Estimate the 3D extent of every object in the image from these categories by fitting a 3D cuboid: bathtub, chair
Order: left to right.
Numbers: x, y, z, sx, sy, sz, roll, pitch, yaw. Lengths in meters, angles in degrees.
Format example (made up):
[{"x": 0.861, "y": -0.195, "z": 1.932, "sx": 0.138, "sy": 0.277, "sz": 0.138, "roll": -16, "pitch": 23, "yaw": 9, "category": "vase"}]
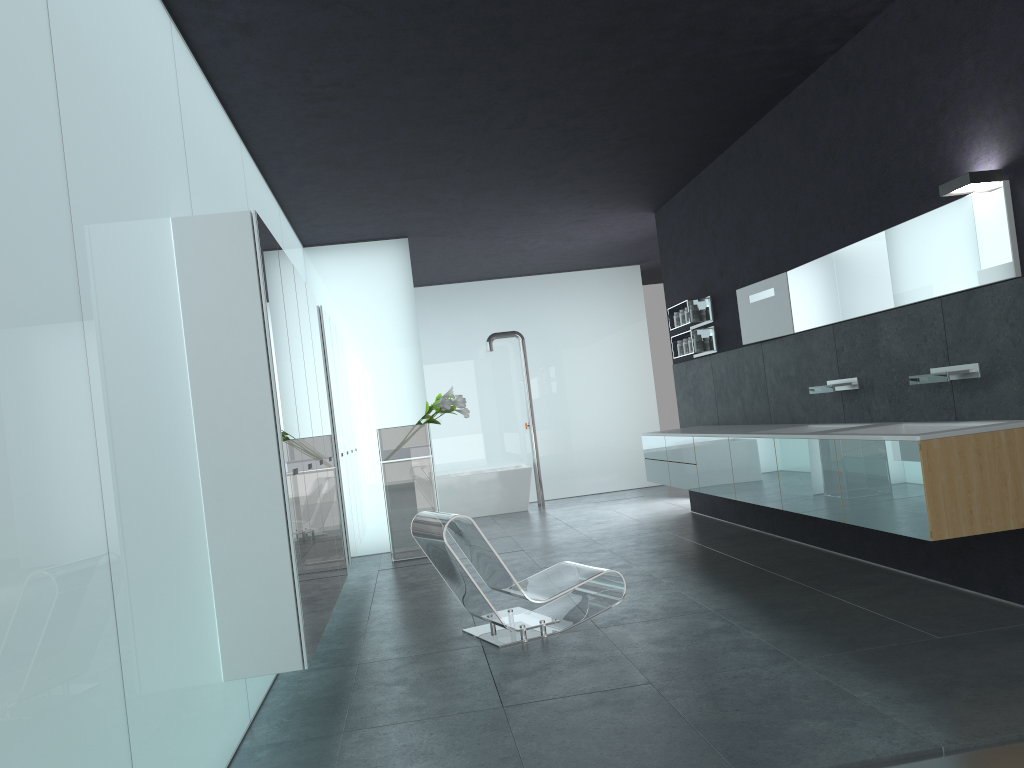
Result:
[{"x": -0.685, "y": 1.637, "z": 13.941, "sx": 1.977, "sy": 0.858, "sz": 0.961, "roll": -7, "pitch": -2, "yaw": -7, "category": "bathtub"}, {"x": 0.048, "y": 1.228, "z": 6.022, "sx": 1.260, "sy": 0.870, "sz": 0.630, "roll": -6, "pitch": -2, "yaw": -25, "category": "chair"}]

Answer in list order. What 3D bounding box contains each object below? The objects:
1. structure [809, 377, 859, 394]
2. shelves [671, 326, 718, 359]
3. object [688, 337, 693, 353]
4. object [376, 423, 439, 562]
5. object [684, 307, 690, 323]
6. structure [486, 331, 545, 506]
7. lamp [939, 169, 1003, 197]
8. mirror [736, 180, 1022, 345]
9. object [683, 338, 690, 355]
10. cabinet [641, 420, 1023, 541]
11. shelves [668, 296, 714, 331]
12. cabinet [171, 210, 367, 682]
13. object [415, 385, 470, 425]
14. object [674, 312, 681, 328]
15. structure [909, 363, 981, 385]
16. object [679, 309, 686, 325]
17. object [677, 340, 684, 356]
[{"x": 2.473, "y": 0.016, "z": 6.857, "sx": 0.186, "sy": 0.088, "sz": 0.482, "roll": -7, "pitch": -2, "yaw": -7, "category": "structure"}, {"x": 2.028, "y": -0.451, "z": 9.906, "sx": 0.265, "sy": 0.285, "sz": 0.770, "roll": -7, "pitch": -2, "yaw": -7, "category": "shelves"}, {"x": 1.996, "y": -0.429, "z": 9.778, "sx": 0.096, "sy": 0.184, "sz": 0.068, "roll": -7, "pitch": -1, "yaw": -9, "category": "object"}, {"x": -1.174, "y": 1.227, "z": 10.230, "sx": 0.584, "sy": 1.490, "sz": 0.575, "roll": -7, "pitch": -1, "yaw": -7, "category": "object"}, {"x": 1.957, "y": -0.754, "z": 9.784, "sx": 0.096, "sy": 0.184, "sz": 0.068, "roll": -7, "pitch": -1, "yaw": -9, "category": "object"}, {"x": 0.049, "y": 0.594, "z": 14.057, "sx": 0.642, "sy": 2.870, "sz": 0.123, "roll": -7, "pitch": -1, "yaw": -7, "category": "structure"}, {"x": 2.581, "y": -1.131, "z": 4.997, "sx": 0.198, "sy": 0.066, "sz": 0.277, "roll": -7, "pitch": -2, "yaw": -7, "category": "lamp"}, {"x": 2.491, "y": -0.746, "z": 6.662, "sx": 0.109, "sy": 0.532, "sz": 3.725, "roll": -7, "pitch": -2, "yaw": -8, "category": "mirror"}, {"x": 1.975, "y": -0.419, "z": 9.965, "sx": 0.096, "sy": 0.184, "sz": 0.068, "roll": -7, "pitch": -1, "yaw": 2, "category": "object"}, {"x": 2.203, "y": 0.654, "z": 7.468, "sx": 0.734, "sy": 0.556, "sz": 5.587, "roll": -7, "pitch": -2, "yaw": -7, "category": "cabinet"}, {"x": 1.989, "y": -0.776, "z": 9.911, "sx": 0.265, "sy": 0.285, "sz": 0.770, "roll": -7, "pitch": -2, "yaw": -7, "category": "shelves"}, {"x": -1.645, "y": 0.442, "z": 7.204, "sx": 0.398, "sy": 2.214, "sz": 6.009, "roll": -7, "pitch": -2, "yaw": -7, "category": "cabinet"}, {"x": -0.975, "y": 0.425, "z": 10.126, "sx": 1.023, "sy": 0.779, "sz": 0.975, "roll": -6, "pitch": -2, "yaw": -15, "category": "object"}, {"x": 1.911, "y": -0.733, "z": 10.183, "sx": 0.096, "sy": 0.184, "sz": 0.068, "roll": -7, "pitch": -1, "yaw": -15, "category": "object"}, {"x": 2.637, "y": -0.058, "z": 5.448, "sx": 0.186, "sy": 0.088, "sz": 0.482, "roll": -7, "pitch": -2, "yaw": -7, "category": "structure"}, {"x": 1.936, "y": -0.744, "z": 9.971, "sx": 0.096, "sy": 0.184, "sz": 0.068, "roll": -7, "pitch": -1, "yaw": 2, "category": "object"}, {"x": 1.950, "y": -0.408, "z": 10.178, "sx": 0.096, "sy": 0.184, "sz": 0.068, "roll": -7, "pitch": -1, "yaw": -15, "category": "object"}]
